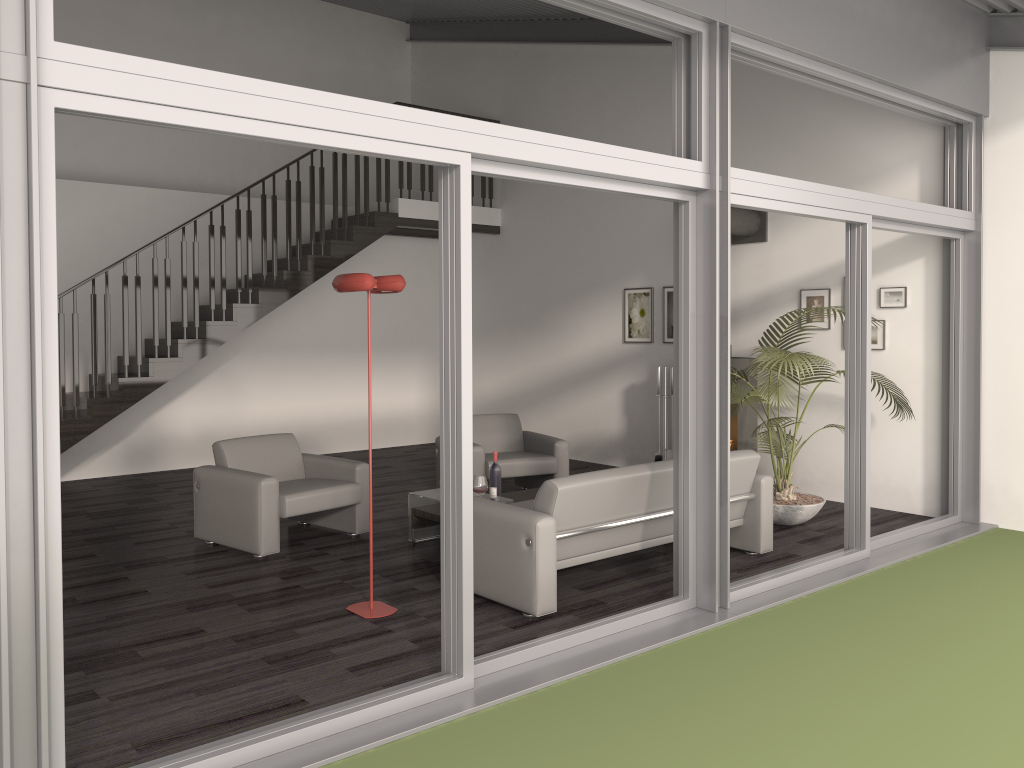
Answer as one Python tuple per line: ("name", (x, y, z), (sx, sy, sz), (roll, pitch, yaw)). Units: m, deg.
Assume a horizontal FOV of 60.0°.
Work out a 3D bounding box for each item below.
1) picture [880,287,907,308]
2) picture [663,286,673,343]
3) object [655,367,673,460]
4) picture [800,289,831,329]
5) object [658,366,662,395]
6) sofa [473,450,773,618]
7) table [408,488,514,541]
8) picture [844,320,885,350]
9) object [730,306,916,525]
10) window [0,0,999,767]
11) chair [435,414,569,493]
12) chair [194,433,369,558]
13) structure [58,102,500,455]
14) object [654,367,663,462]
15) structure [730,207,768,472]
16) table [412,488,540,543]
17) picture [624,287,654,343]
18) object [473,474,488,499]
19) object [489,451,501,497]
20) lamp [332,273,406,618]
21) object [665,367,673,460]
("picture", (3.100, -0.703, 7.206), (0.015, 0.166, 0.221), (-1, 3, -40))
("picture", (1.676, -0.696, 8.915), (0.026, 0.577, 0.394), (-1, 2, -40))
("object", (1.498, 0.394, 8.633), (0.400, 1.125, 0.401), (0, 2, 10))
("picture", (2.651, -0.653, 7.747), (0.015, 0.352, 0.288), (-1, 2, -40))
("object", (1.431, 0.319, 8.697), (0.116, 0.982, 0.042), (0, 2, 26))
("sofa", (0.644, 0.798, 5.516), (2.116, 0.716, 0.902), (-3, 4, -40))
("table", (-0.359, 0.944, 6.120), (0.400, 0.341, 0.681), (-2, 4, -40))
("picture", (2.943, -0.410, 7.403), (0.015, 0.244, 0.360), (-1, 3, -40))
("object", (1.959, 0.235, 6.853), (1.719, 1.665, 2.121), (2, 4, 45))
("window", (-0.213, -0.458, 3.632), (9.751, 3.468, 0.385), (-3, 3, -40))
("chair", (-0.086, 0.656, 7.823), (0.963, 0.716, 0.911), (-2, 3, -25))
("chair", (-1.616, 0.755, 6.347), (0.910, 0.716, 0.964), (2, 4, 40))
("structure", (-2.589, -1.141, 9.715), (6.346, 4.090, 1.001), (-3, 3, -40))
("object", (1.413, 0.349, 8.536), (0.078, 1.019, 0.167), (0, 1, 12))
("structure", (2.090, -0.354, 8.180), (1.116, 2.672, 0.818), (-2, 2, -40))
("table", (-0.052, 0.980, 6.378), (1.201, 0.250, 0.601), (-3, 4, -40))
("picture", (1.333, -0.721, 9.326), (0.026, 0.577, 0.394), (-1, 2, -40))
("object", (-0.219, 0.700, 6.036), (0.116, 0.155, 0.116), (2, 3, 41))
("object", (-0.120, 0.671, 6.373), (0.093, 0.370, 0.093), (-2, 2, -41))
("lamp", (-0.754, 0.314, 4.712), (0.353, 1.786, 0.365), (-1, 2, -40))
("object", (1.554, 0.362, 8.573), (0.145, 1.051, 0.075), (0, 1, 11))
